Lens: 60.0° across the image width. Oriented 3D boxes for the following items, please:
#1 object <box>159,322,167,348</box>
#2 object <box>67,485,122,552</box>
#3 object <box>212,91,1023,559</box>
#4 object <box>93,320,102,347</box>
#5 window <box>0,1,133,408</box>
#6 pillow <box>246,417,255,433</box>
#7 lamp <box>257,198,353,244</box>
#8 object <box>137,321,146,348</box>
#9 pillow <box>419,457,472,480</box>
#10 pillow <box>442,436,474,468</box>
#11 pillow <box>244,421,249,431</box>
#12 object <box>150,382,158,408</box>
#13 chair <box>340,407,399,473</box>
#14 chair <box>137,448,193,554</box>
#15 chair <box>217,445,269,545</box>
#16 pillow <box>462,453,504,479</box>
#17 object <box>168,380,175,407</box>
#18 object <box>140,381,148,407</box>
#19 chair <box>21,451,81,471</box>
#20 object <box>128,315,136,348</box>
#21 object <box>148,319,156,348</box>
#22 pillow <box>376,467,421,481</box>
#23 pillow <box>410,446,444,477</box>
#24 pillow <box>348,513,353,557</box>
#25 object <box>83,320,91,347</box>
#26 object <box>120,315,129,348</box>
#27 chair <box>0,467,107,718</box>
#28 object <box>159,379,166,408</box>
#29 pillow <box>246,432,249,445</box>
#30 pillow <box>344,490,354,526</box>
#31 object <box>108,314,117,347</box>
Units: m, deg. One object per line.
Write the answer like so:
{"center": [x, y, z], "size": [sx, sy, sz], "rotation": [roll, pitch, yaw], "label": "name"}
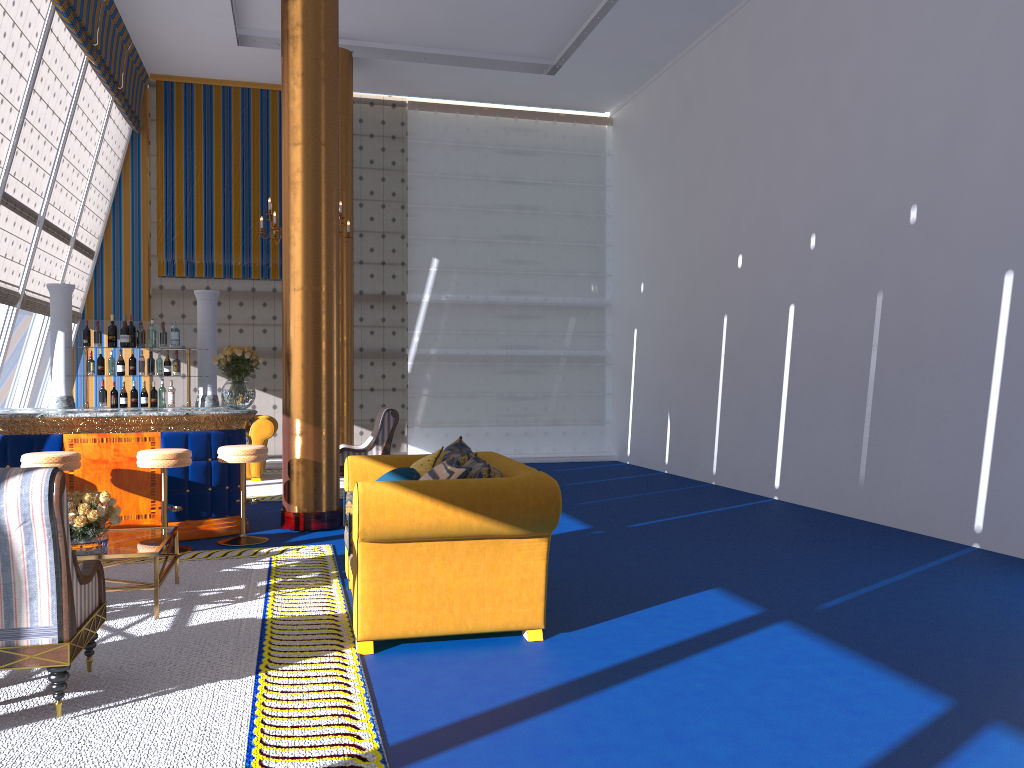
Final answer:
{"center": [-3.275, -0.463, 8.332], "size": [0.071, 0.246, 0.073], "rotation": [0, 1, 35], "label": "object"}
{"center": [-2.480, 0.767, 5.051], "size": [0.459, 0.388, 0.498], "rotation": [0, 0, -33], "label": "object"}
{"center": [-0.641, -6.900, 6.398], "size": [63.465, 33.606, 63.076], "rotation": [0, 0, -8], "label": "object"}
{"center": [-3.823, -0.462, 8.185], "size": [0.071, 0.246, 0.073], "rotation": [0, 1, 35], "label": "object"}
{"center": [-4.423, -1.643, 5.763], "size": [1.627, 5.856, 15.382], "rotation": [0, 0, -14], "label": "window"}
{"center": [-3.836, 0.686, 12.111], "size": [0.616, 0.610, 0.338], "rotation": [0, 1, -10], "label": "pillow"}
{"center": [-2.496, -2.829, 10.722], "size": [1.070, 2.422, 1.048], "rotation": [0, 1, -37], "label": "lamp"}
{"center": [-3.450, -0.459, 8.253], "size": [0.075, 0.248, 0.077], "rotation": [1, 1, 39], "label": "object"}
{"center": [-0.423, 0.640, 4.747], "size": [0.329, 0.456, 0.519], "rotation": [0, 0, -15], "label": "pillow"}
{"center": [-0.379, 0.666, 5.377], "size": [0.355, 0.672, 0.599], "rotation": [0, 0, -6], "label": "pillow"}
{"center": [-3.779, 0.628, 11.920], "size": [0.524, 0.456, 0.325], "rotation": [0, 1, -15], "label": "pillow"}
{"center": [-3.361, 0.099, 8.326], "size": [0.066, 0.244, 0.065], "rotation": [0, 1, -33], "label": "object"}
{"center": [-1.825, 0.779, 10.947], "size": [0.788, 0.967, 0.790], "rotation": [0, 0, -14], "label": "chair"}
{"center": [-2.673, 0.894, 6.828], "size": [0.394, 0.782, 0.402], "rotation": [0, 1, 35], "label": "chair"}
{"center": [-2.195, 0.893, 7.241], "size": [0.402, 0.782, 0.394], "rotation": [-1, 1, -44], "label": "chair"}
{"center": [-0.231, 0.698, 4.808], "size": [0.341, 0.610, 0.611], "rotation": [0, 0, -9], "label": "pillow"}
{"center": [-3.227, 0.093, 8.405], "size": [0.061, 0.258, 0.061], "rotation": [0, 1, -14], "label": "object"}
{"center": [-3.435, 0.096, 8.285], "size": [0.069, 0.244, 0.068], "rotation": [0, 1, -33], "label": "object"}
{"center": [-3.393, 0.894, 6.538], "size": [0.395, 0.782, 0.401], "rotation": [0, 1, 24], "label": "chair"}
{"center": [-3.533, -0.489, 8.229], "size": [0.081, 0.303, 0.081], "rotation": [0, 1, 2], "label": "object"}
{"center": [-3.354, -0.473, 8.272], "size": [0.069, 0.271, 0.069], "rotation": [0, 1, -4], "label": "object"}
{"center": [-0.708, 0.662, 5.055], "size": [0.455, 0.367, 0.395], "rotation": [0, 0, 36], "label": "pillow"}
{"center": [-0.519, 0.621, 5.290], "size": [0.233, 0.491, 0.609], "rotation": [0, 0, -9], "label": "pillow"}
{"center": [-0.646, 0.761, 4.517], "size": [0.374, 0.219, 0.214], "rotation": [0, 0, -10], "label": "pillow"}
{"center": [-3.894, -0.462, 8.122], "size": [0.066, 0.244, 0.065], "rotation": [0, 1, -11], "label": "object"}
{"center": [-3.575, -0.488, 8.193], "size": [0.085, 0.303, 0.084], "rotation": [0, 1, -20], "label": "object"}
{"center": [-2.118, 0.792, 3.509], "size": [0.798, 0.967, 0.780], "rotation": [0, 0, -14], "label": "chair"}
{"center": [-3.300, 0.088, 8.375], "size": [0.068, 0.269, 0.069], "rotation": [0, 1, 36], "label": "object"}
{"center": [-3.553, 0.749, 11.703], "size": [0.216, 0.219, 0.371], "rotation": [0, 0, -9], "label": "pillow"}
{"center": [-0.850, 0.759, 5.479], "size": [0.379, 0.219, 0.214], "rotation": [0, 0, -10], "label": "pillow"}
{"center": [-3.678, -0.488, 8.165], "size": [0.081, 0.303, 0.081], "rotation": [0, 1, -9], "label": "object"}
